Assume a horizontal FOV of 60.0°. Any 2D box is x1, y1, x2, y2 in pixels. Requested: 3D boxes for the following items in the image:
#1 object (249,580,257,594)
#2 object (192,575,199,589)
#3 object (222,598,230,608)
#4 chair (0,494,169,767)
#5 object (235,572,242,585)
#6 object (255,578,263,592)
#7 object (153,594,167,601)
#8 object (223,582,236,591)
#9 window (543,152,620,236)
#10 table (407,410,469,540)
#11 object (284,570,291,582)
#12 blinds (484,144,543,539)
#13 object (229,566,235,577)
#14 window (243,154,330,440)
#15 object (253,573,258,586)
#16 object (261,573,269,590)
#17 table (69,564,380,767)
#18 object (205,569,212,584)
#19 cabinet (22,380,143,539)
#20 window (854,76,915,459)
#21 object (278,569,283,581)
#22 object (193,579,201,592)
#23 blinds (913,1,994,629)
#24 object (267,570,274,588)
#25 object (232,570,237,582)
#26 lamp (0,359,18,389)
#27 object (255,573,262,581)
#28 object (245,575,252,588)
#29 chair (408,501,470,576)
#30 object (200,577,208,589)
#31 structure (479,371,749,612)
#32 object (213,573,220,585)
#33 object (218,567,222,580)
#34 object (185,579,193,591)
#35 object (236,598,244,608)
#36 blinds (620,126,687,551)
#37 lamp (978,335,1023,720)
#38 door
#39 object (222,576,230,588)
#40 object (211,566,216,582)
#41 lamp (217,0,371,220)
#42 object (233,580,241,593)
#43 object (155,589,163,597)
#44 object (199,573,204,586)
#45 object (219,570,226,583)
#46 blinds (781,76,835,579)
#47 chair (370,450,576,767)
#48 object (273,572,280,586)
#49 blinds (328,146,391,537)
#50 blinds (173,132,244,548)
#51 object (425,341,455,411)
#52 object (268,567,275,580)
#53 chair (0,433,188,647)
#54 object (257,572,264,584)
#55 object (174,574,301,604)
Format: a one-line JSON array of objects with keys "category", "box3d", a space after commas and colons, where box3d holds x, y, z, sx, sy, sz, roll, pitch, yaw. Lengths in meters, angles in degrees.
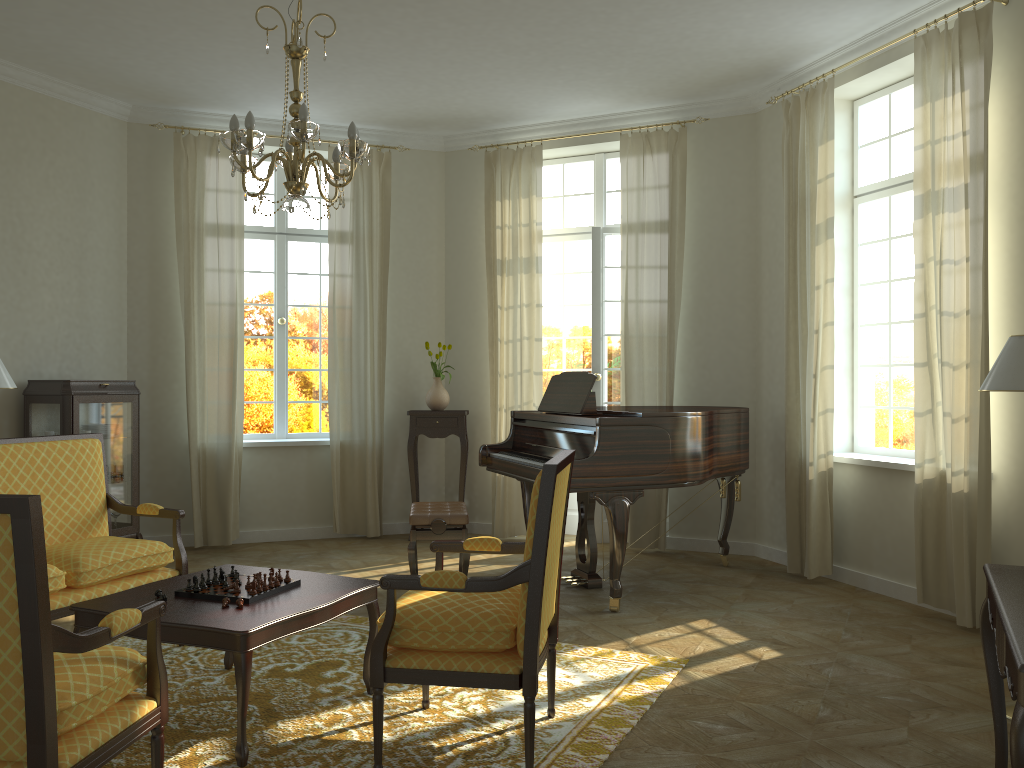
[{"category": "object", "box3d": [-1.039, 0.814, 3.558, 0.030, 0.052, 0.030, 0, 0, -18]}, {"category": "object", "box3d": [-1.302, 0.814, 3.652, 0.030, 0.052, 0.030, 0, 0, -18]}, {"category": "object", "box3d": [-1.108, 0.845, 3.428, 0.030, 0.030, 0.052, 0, 0, -9]}, {"category": "chair", "box3d": [-1.432, 0.808, 2.462, 0.730, 1.083, 0.671, 0, 0, 7]}, {"category": "object", "box3d": [-1.150, 0.815, 3.723, 0.030, 0.050, 0.030, 0, 0, -18]}, {"category": "object", "box3d": [-1.025, 0.813, 3.595, 0.030, 0.055, 0.030, 0, 0, -18]}, {"category": "object", "box3d": [-1.388, 0.845, 3.498, 0.052, 0.030, 0.030, 0, 0, -38]}, {"category": "object", "box3d": [-1.148, 0.824, 3.612, 0.052, 0.030, 0.030, 0, 0, -19]}, {"category": "window", "box3d": [0.783, -1.696, 7.861, 1.380, 0.680, 0.055, 0, 0, 25]}, {"category": "table", "box3d": [-0.648, 0.793, 7.812, 0.522, 1.114, 0.344, 0, 0, 0]}, {"category": "object", "box3d": [-0.958, 0.818, 3.783, 0.030, 0.044, 0.030, 0, 0, -18]}, {"category": "blinds", "box3d": [0.021, -0.355, 7.705, 0.552, 3.386, 0.159, 0, 0, 22]}, {"category": "object", "box3d": [-1.221, 0.818, 3.878, 0.030, 0.044, 0.030, 0, 0, -18]}, {"category": "window", "box3d": [-2.066, -0.771, 7.939, 1.400, 2.550, 0.181, 0, 0, -20]}, {"category": "object", "box3d": [-1.074, 0.815, 3.697, 0.030, 0.050, 0.030, 0, 0, -18]}, {"category": "object", "box3d": [-1.012, 0.808, 3.633, 0.030, 0.064, 0.030, 0, 0, -18]}, {"category": "table", "box3d": [-1.145, 1.107, 3.660, 0.922, 0.494, 0.932, 0, 0, 26]}, {"category": "object", "box3d": [-1.275, 0.808, 3.728, 0.030, 0.064, 0.030, 0, 0, -18]}, {"category": "cabinet", "box3d": [-3.133, 0.664, 6.490, 0.542, 1.386, 0.733, 0, 0, 25]}, {"category": "window", "box3d": [2.692, -0.771, 5.744, 0.181, 2.550, 1.400, 0, 0, -20]}, {"category": "object", "box3d": [-0.995, 0.815, 3.797, 0.030, 0.050, 0.030, 0, 0, -18]}, {"category": "object", "box3d": [-1.278, 0.815, 3.601, 0.030, 0.050, 0.030, 0, 0, -18]}, {"category": "blinds", "box3d": [2.500, -0.358, 4.998, 0.159, 3.381, 0.552, 0, 0, -17]}, {"category": "object", "box3d": [-0.998, 0.805, 3.671, 0.030, 0.069, 0.030, 0, 0, -18]}, {"category": "object", "box3d": [-1.175, 0.815, 3.775, 0.030, 0.050, 0.030, 0, 0, -18]}, {"category": "lamp", "box3d": [-3.377, 0.578, 5.669, 0.381, 1.552, 0.380, 0, 0, 30]}, {"category": "object", "box3d": [-1.084, 0.824, 3.781, 0.030, 0.030, 0.052, 0, 0, -14]}, {"category": "object", "box3d": [-1.087, 0.815, 3.663, 0.030, 0.050, 0.030, 0, 0, -18]}, {"category": "chair", "box3d": [-0.472, 1.072, 5.721, 0.385, 0.563, 0.638, 0, 0, -5]}, {"category": "object", "box3d": [-1.265, 0.815, 3.639, 0.030, 0.050, 0.030, 0, 0, -18]}, {"category": "structure", "box3d": [0.885, 0.634, 6.105, 1.856, 1.439, 1.514, 0, 0, -20]}, {"category": "object", "box3d": [-1.238, 0.815, 3.714, 0.030, 0.050, 0.030, 0, 0, -18]}, {"category": "object", "box3d": [-1.248, 0.813, 3.803, 0.030, 0.055, 0.030, 0, 0, -18]}, {"category": "object", "box3d": [-1.316, 0.818, 3.615, 0.030, 0.044, 0.030, 0, 0, -18]}, {"category": "object", "box3d": [-1.046, 0.845, 3.418, 0.030, 0.030, 0.047, 0, 0, -28]}, {"category": "blinds", "box3d": [1.130, -0.359, 7.139, 0.554, 3.386, 0.162, 0, 0, 20]}, {"category": "lamp", "box3d": [2.109, 0.578, 3.603, 0.381, 1.552, 0.381, 0, 0, 20]}, {"category": "door", "box3d": [0.707, 0.009, 7.693, 1.385, 2.690, 0.425, 0, 0, 25]}, {"category": "object", "box3d": [-1.177, 0.815, 3.650, 0.030, 0.050, 0.030, 0, 0, -18]}, {"category": "object", "box3d": [-1.262, 0.805, 3.765, 0.030, 0.069, 0.030, 0, 0, -18]}, {"category": "lamp", "box3d": [-0.981, -1.513, 4.036, 0.661, 1.466, 0.662, 0, 0, -6]}, {"category": "object", "box3d": [-1.111, 0.815, 3.583, 0.030, 0.050, 0.030, 0, 0, -18]}, {"category": "object", "box3d": [-1.413, 0.845, 3.571, 0.052, 0.030, 0.030, 0, 0, 35]}, {"category": "object", "box3d": [-1.289, 0.813, 3.690, 0.030, 0.055, 0.030, 0, 0, -18]}, {"category": "object", "box3d": [-1.223, 0.814, 3.751, 0.030, 0.052, 0.030, 0, 0, 42]}, {"category": "blinds", "box3d": [2.024, -0.360, 6.147, 0.162, 3.384, 0.554, 0, 0, -15]}, {"category": "chair", "box3d": [-0.127, 0.808, 3.322, 0.671, 1.083, 0.730, 0, 0, 9]}, {"category": "object", "box3d": [-0.985, 0.813, 3.708, 0.030, 0.055, 0.030, 0, 0, -18]}, {"category": "blinds", "box3d": [-1.331, -0.358, 7.743, 0.552, 3.381, 0.159, 0, 0, -17]}, {"category": "blinds", "box3d": [-2.480, -0.359, 7.266, 0.554, 3.385, 0.162, 0, 0, -15]}, {"category": "object", "box3d": [-0.651, -0.069, 7.809, 0.264, 0.609, 0.242, 0, 0, -41]}, {"category": "object", "box3d": [-1.033, 0.814, 3.810, 0.030, 0.052, 0.030, 0, 0, -18]}, {"category": "chair", "box3d": [-2.230, 0.808, 4.092, 0.680, 1.083, 1.389, 0, 0, 24]}, {"category": "object", "box3d": [-1.059, 0.815, 3.733, 0.030, 0.050, 0.030, 0, 0, -18]}, {"category": "object", "box3d": [-1.137, 0.849, 3.699, 0.360, 0.021, 0.360, 0, 0, 20]}]
